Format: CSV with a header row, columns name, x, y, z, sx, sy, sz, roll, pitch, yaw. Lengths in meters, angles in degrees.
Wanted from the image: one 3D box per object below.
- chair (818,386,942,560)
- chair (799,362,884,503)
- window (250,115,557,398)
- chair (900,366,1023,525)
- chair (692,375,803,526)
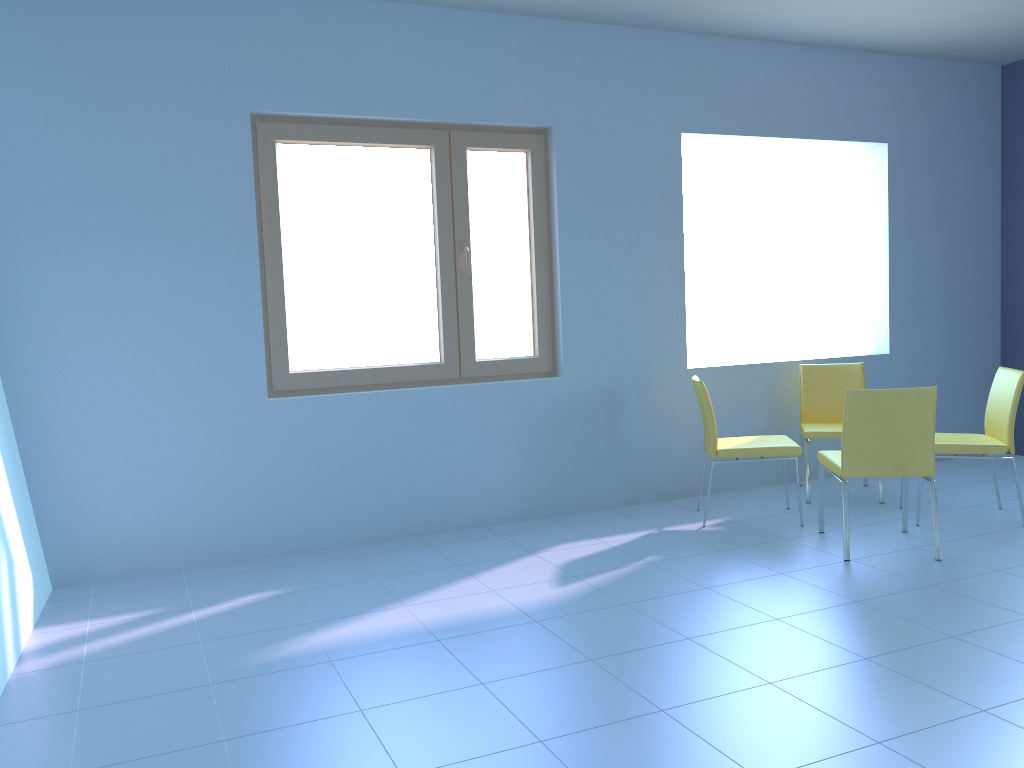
name,x,y,z,sx,sy,sz,roll,pitch,yaw
chair,1.539,0.340,3.742,0.387,0.695,0.484,-2,5,8
chair,1.761,0.247,4.797,0.387,0.695,0.484,-1,5,13
window,-0.468,-0.614,4.263,1.475,1.263,0.142,-4,5,-23
chair,2.126,0.282,4.186,0.484,0.699,0.387,-1,5,13
chair,1.139,0.308,4.353,0.484,0.695,0.387,-2,5,8
